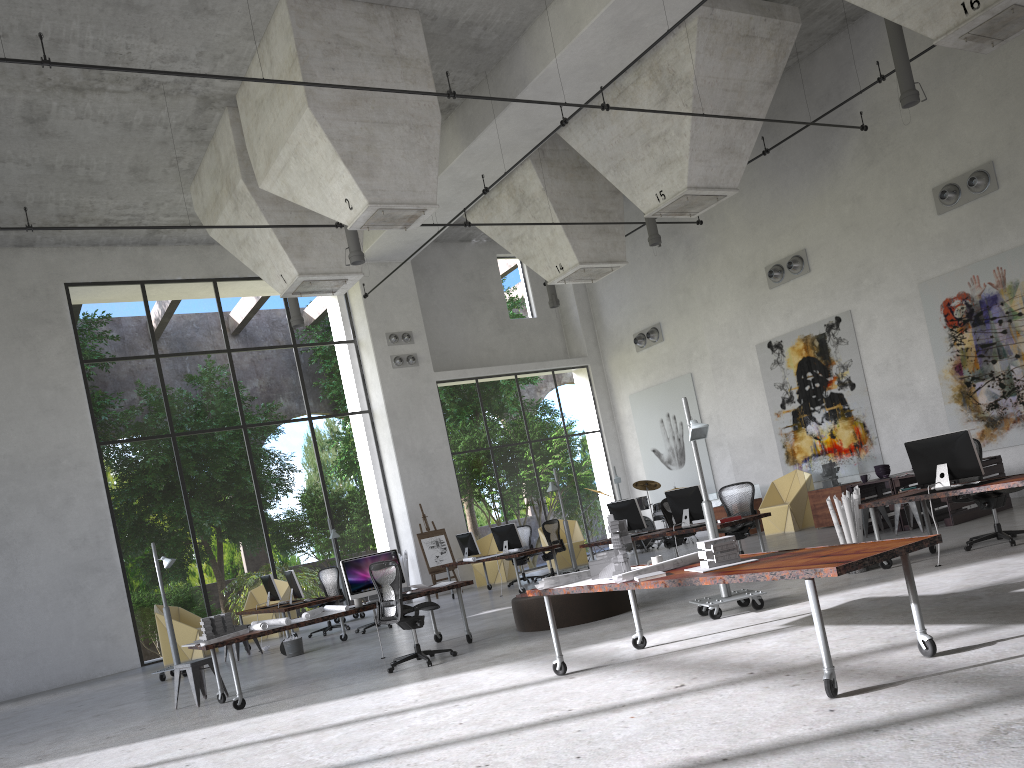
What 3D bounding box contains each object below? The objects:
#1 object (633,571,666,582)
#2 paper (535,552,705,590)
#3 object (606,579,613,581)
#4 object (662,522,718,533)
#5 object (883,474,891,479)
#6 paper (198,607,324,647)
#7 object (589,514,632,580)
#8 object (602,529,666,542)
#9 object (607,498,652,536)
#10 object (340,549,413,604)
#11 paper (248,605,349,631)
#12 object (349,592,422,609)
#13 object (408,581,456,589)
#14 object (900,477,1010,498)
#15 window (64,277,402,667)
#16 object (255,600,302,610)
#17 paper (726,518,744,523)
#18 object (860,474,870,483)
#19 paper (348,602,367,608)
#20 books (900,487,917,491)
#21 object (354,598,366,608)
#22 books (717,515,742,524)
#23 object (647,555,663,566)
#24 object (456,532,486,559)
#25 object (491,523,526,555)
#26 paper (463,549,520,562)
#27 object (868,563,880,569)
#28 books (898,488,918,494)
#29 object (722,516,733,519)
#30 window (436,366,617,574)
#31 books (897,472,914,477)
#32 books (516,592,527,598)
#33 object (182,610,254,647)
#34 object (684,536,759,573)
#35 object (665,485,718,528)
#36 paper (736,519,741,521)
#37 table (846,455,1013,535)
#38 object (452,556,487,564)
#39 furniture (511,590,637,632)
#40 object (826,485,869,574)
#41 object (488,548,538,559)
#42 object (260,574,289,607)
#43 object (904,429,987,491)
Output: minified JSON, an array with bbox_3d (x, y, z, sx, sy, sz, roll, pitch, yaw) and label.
[{"bbox_3d":[0.971,1.357,6.195,0.200,0.023,0.238,-12,-9,-1],"label":"object"},{"bbox_3d":[0.857,1.459,6.883,0.966,0.104,1.098,-5,-11,-37],"label":"paper"},{"bbox_3d":[0.803,1.456,6.572,0.133,0.008,0.207,-9,-9,-20],"label":"object"},{"bbox_3d":[2.561,1.975,12.190,0.680,0.008,0.866,-7,-10,-30],"label":"object"},{"bbox_3d":[5.571,1.372,13.055,0.118,0.056,0.136,-19,-10,43],"label":"object"},{"bbox_3d":[-2.599,2.629,9.688,0.894,0.103,1.945,-13,-9,6],"label":"paper"},{"bbox_3d":[0.759,1.294,6.913,0.362,0.518,0.496,-12,-5,3],"label":"object"},{"bbox_3d":[1.867,2.304,13.359,0.680,0.008,0.866,-7,-10,-30],"label":"object"},{"bbox_3d":[1.806,2.028,13.364,0.373,0.550,0.728,-10,-6,-31],"label":"object"},{"bbox_3d":[-1.582,2.259,10.279,0.707,0.550,0.384,-9,-5,-30],"label":"object"},{"bbox_3d":[-2.386,2.596,9.785,1.064,0.104,0.996,-6,-10,-32],"label":"paper"},{"bbox_3d":[-1.523,2.534,10.271,0.840,0.008,0.702,-7,-10,-30],"label":"object"},{"bbox_3d":[-0.965,2.415,10.601,0.465,0.085,0.444,-7,-10,-28],"label":"object"},{"bbox_3d":[4.497,1.056,8.926,0.680,0.008,0.866,-7,-10,-30],"label":"object"},{"bbox_3d":[-5.668,1.533,19.047,5.897,7.817,0.068,-10,-2,-32],"label":"window"},{"bbox_3d":[-4.104,3.891,15.462,0.680,0.008,0.866,-7,-10,-30],"label":"object"},{"bbox_3d":[2.887,1.799,11.543,0.288,0.001,0.214,-10,-9,-15],"label":"paper"},{"bbox_3d":[5.333,1.427,13.260,0.099,0.109,0.132,-8,-7,-41],"label":"object"},{"bbox_3d":[-1.767,2.587,10.319,0.481,0.001,0.437,-8,-9,-21],"label":"paper"},{"bbox_3d":[5.558,1.473,12.322,0.206,0.025,0.144,-14,-9,14],"label":"books"},{"bbox_3d":[-1.719,2.466,9.923,0.122,0.100,0.088,-12,-4,-3],"label":"object"},{"bbox_3d":[2.845,1.777,11.519,0.285,0.052,0.204,-12,-8,0],"label":"books"},{"bbox_3d":[1.099,1.371,6.722,0.122,0.100,0.088,-12,-4,-3],"label":"object"},{"bbox_3d":[-0.820,3.274,17.790,0.373,0.550,0.728,-10,-6,-31],"label":"object"},{"bbox_3d":[-0.033,2.900,16.464,0.373,0.550,0.728,-9,-6,-40],"label":"object"},{"bbox_3d":[-0.414,3.342,17.226,1.066,0.104,0.995,-8,-9,-22],"label":"paper"},{"bbox_3d":[3.932,1.865,9.646,0.400,0.297,0.295,-13,-5,11],"label":"object"},{"bbox_3d":[5.560,1.502,12.324,0.257,0.032,0.175,-15,-9,19],"label":"books"},{"bbox_3d":[2.827,1.750,11.519,0.151,0.011,0.011,-16,-6,27],"label":"object"},{"bbox_3d":[0.584,2.113,21.883,4.513,4.872,0.020,-9,-2,-32],"label":"window"},{"bbox_3d":[5.734,1.301,12.730,0.308,0.030,0.222,-16,-10,25],"label":"books"},{"bbox_3d":[0.194,2.548,10.644,0.173,0.032,0.259,-5,-11,-40],"label":"books"},{"bbox_3d":[-3.218,2.642,9.647,0.729,0.303,0.442,-5,-9,-42],"label":"object"},{"bbox_3d":[1.405,1.151,6.000,0.388,0.181,0.422,-11,-8,-7],"label":"object"},{"bbox_3d":[2.499,1.699,12.195,0.373,0.550,0.728,-10,-6,-31],"label":"object"},{"bbox_3d":[2.879,1.801,11.540,0.296,0.001,0.208,-19,-11,40],"label":"paper"},{"bbox_3d":[6.205,1.682,13.129,1.490,0.791,1.634,-8,-8,-32],"label":"table"},{"bbox_3d":[-0.758,3.550,17.785,0.680,0.008,0.866,-7,-10,-30],"label":"object"},{"bbox_3d":[0.756,2.666,10.727,1.493,0.426,1.539,-7,-9,-30],"label":"furniture"},{"bbox_3d":[3.658,1.582,9.493,0.317,0.933,0.345,-11,-2,-14],"label":"object"},{"bbox_3d":[0.029,3.176,16.459,0.681,0.008,0.866,-4,-11,-40],"label":"object"},{"bbox_3d":[-4.165,3.615,15.467,0.373,0.550,0.728,-10,-6,-31],"label":"object"},{"bbox_3d":[4.435,0.780,8.931,0.373,0.550,0.728,-10,-6,-31],"label":"object"}]
